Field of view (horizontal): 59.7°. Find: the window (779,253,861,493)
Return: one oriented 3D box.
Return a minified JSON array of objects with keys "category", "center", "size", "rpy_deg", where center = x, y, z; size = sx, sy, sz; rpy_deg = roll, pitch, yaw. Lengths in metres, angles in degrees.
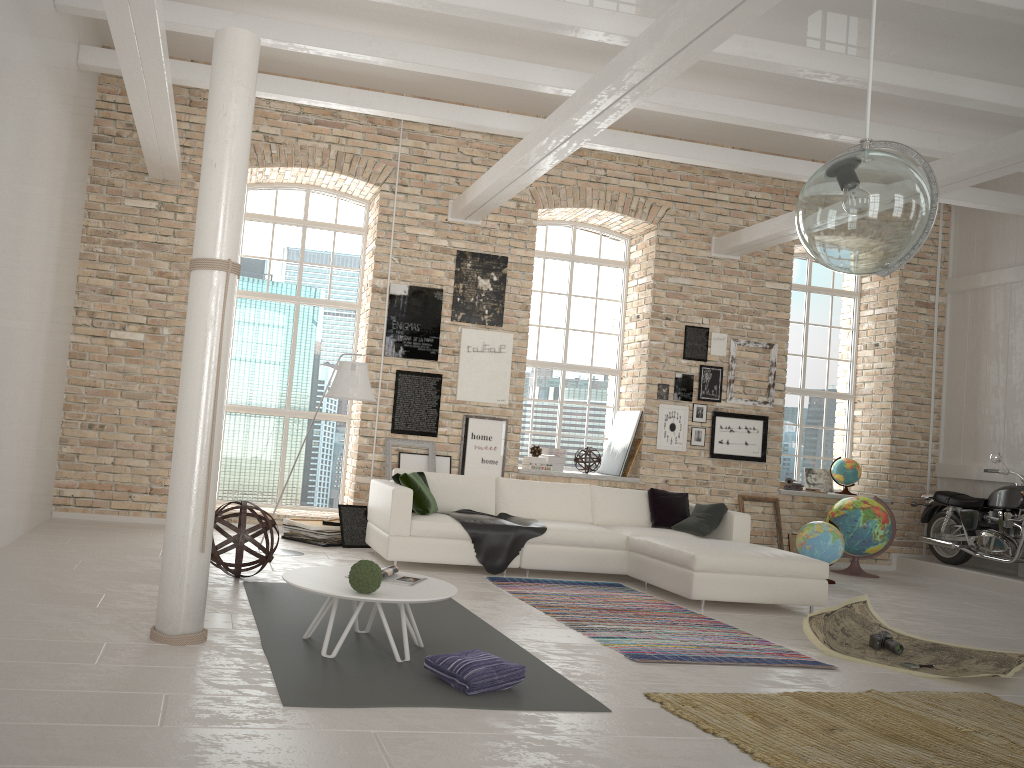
[{"category":"window","center":[5.528,-0.362,5.707],"size":[1.384,2.987,11.806],"rpy_deg":[6,-4,-18]}]

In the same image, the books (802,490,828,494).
[{"category":"books","center":[3.557,1.269,10.490],"size":[0.221,0.022,0.181],"rpy_deg":[6,-4,-14]}]

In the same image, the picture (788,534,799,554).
[{"category":"picture","center":[3.329,1.921,10.318],"size":[0.260,0.350,0.098],"rpy_deg":[5,-3,-12]}]

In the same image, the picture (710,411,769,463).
[{"category":"picture","center":[2.609,0.608,10.247],"size":[0.695,0.535,0.032],"rpy_deg":[5,-3,-11]}]

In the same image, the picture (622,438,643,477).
[{"category":"picture","center":[1.316,0.836,10.138],"size":[0.167,0.460,0.374],"rpy_deg":[6,-4,-18]}]

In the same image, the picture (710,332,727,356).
[{"category":"picture","center":[2.378,-0.455,10.252],"size":[0.189,0.259,0.012],"rpy_deg":[5,-3,-11]}]

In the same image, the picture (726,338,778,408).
[{"category":"picture","center":[2.775,-0.125,10.310],"size":[0.588,0.748,0.026],"rpy_deg":[5,-3,-11]}]

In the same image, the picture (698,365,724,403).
[{"category":"picture","center":[2.274,-0.003,10.203],"size":[0.284,0.409,0.010],"rpy_deg":[5,-3,-11]}]

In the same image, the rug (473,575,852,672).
[{"category":"rug","center":[0.802,1.607,6.193],"size":[1.361,0.008,2.774],"rpy_deg":[6,-4,-18]}]

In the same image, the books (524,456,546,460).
[{"category":"books","center":[0.257,0.826,9.927],"size":[0.175,0.030,0.185],"rpy_deg":[7,-4,-26]}]

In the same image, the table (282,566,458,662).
[{"category":"table","center":[-0.750,1.194,4.616],"size":[0.914,0.342,0.909],"rpy_deg":[5,-4,-1]}]

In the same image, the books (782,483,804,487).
[{"category":"books","center":[3.307,1.206,10.649],"size":[0.248,0.026,0.211],"rpy_deg":[6,-4,-19]}]

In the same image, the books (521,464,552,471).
[{"category":"books","center":[0.274,0.929,9.914],"size":[0.267,0.048,0.227],"rpy_deg":[6,-4,-18]}]

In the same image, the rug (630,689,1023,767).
[{"category":"rug","center":[1.881,1.535,3.796],"size":[2.113,0.021,1.600],"rpy_deg":[6,-4,-20]}]

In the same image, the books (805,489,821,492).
[{"category":"books","center":[3.547,1.252,10.495],"size":[0.099,0.014,0.142],"rpy_deg":[7,-4,-34]}]

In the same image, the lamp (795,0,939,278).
[{"category":"lamp","center":[1.463,-1.216,3.646],"size":[0.504,1.598,0.501],"rpy_deg":[5,-3,-1]}]

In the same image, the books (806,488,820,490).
[{"category":"books","center":[3.541,1.239,10.502],"size":[0.125,0.013,0.109],"rpy_deg":[8,-5,-39]}]

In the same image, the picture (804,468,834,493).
[{"category":"picture","center":[3.845,1.209,11.165],"size":[0.382,0.292,0.069],"rpy_deg":[6,-3,-11]}]

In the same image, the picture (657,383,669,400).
[{"category":"picture","center":[1.711,0.088,10.093],"size":[0.132,0.178,0.008],"rpy_deg":[5,-3,-6]}]

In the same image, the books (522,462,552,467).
[{"category":"books","center":[0.280,0.893,9.917],"size":[0.261,0.024,0.227],"rpy_deg":[6,-4,-18]}]

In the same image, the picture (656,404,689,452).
[{"category":"picture","center":[1.820,0.495,10.094],"size":[0.356,0.513,0.013],"rpy_deg":[5,-3,-11]}]

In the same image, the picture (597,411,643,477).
[{"category":"picture","center":[1.248,0.681,10.294],"size":[0.237,0.763,0.607],"rpy_deg":[6,-4,-17]}]

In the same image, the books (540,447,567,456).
[{"category":"books","center":[0.452,0.777,10.266],"size":[0.286,0.085,0.243],"rpy_deg":[7,-4,-34]}]

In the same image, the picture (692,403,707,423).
[{"category":"picture","center":[2.141,0.334,10.171],"size":[0.171,0.213,0.012],"rpy_deg":[5,-3,-11]}]

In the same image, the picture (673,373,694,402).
[{"category":"picture","center":[1.954,0.040,10.143],"size":[0.224,0.306,0.015],"rpy_deg":[5,-3,-11]}]

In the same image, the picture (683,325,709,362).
[{"category":"picture","center":[2.106,-0.462,10.193],"size":[0.288,0.394,0.019],"rpy_deg":[5,-3,-11]}]

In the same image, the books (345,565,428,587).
[{"category":"books","center":[-0.669,1.016,4.777],"size":[0.387,0.048,0.294],"rpy_deg":[4,-4,15]}]

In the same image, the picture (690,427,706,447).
[{"category":"picture","center":[2.120,0.601,10.155],"size":[0.171,0.213,0.012],"rpy_deg":[5,-3,-11]}]

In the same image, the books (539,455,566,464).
[{"category":"books","center":[0.452,0.863,10.269],"size":[0.228,0.088,0.330],"rpy_deg":[6,-4,-21]}]

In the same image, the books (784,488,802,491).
[{"category":"books","center":[3.296,1.256,10.639],"size":[0.249,0.025,0.208],"rpy_deg":[6,-4,-13]}]

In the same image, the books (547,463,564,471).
[{"category":"books","center":[0.445,0.945,10.263],"size":[0.233,0.088,0.324],"rpy_deg":[6,-4,-11]}]

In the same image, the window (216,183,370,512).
[{"category":"window","center":[-0.596,-0.639,4.476],"size":[1.383,3.653,11.806],"rpy_deg":[6,-4,-18]}]

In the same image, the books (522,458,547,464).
[{"category":"books","center":[0.247,0.860,9.925],"size":[0.192,0.040,0.205],"rpy_deg":[7,-4,-29]}]

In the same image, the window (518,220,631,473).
[{"category":"window","center":[2.494,-0.665,5.104],"size":[1.384,2.987,11.806],"rpy_deg":[6,-4,-18]}]

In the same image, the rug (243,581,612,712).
[{"category":"rug","center":[-0.717,1.394,5.013],"size":[1.390,0.041,2.809],"rpy_deg":[6,-4,-18]}]

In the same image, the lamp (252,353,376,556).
[{"category":"lamp","center":[-1.700,0.601,7.765],"size":[1.050,1.774,0.430],"rpy_deg":[3,-4,21]}]

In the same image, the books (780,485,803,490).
[{"category":"books","center":[3.297,1.230,10.644],"size":[0.247,0.029,0.210],"rpy_deg":[6,-4,-15]}]
